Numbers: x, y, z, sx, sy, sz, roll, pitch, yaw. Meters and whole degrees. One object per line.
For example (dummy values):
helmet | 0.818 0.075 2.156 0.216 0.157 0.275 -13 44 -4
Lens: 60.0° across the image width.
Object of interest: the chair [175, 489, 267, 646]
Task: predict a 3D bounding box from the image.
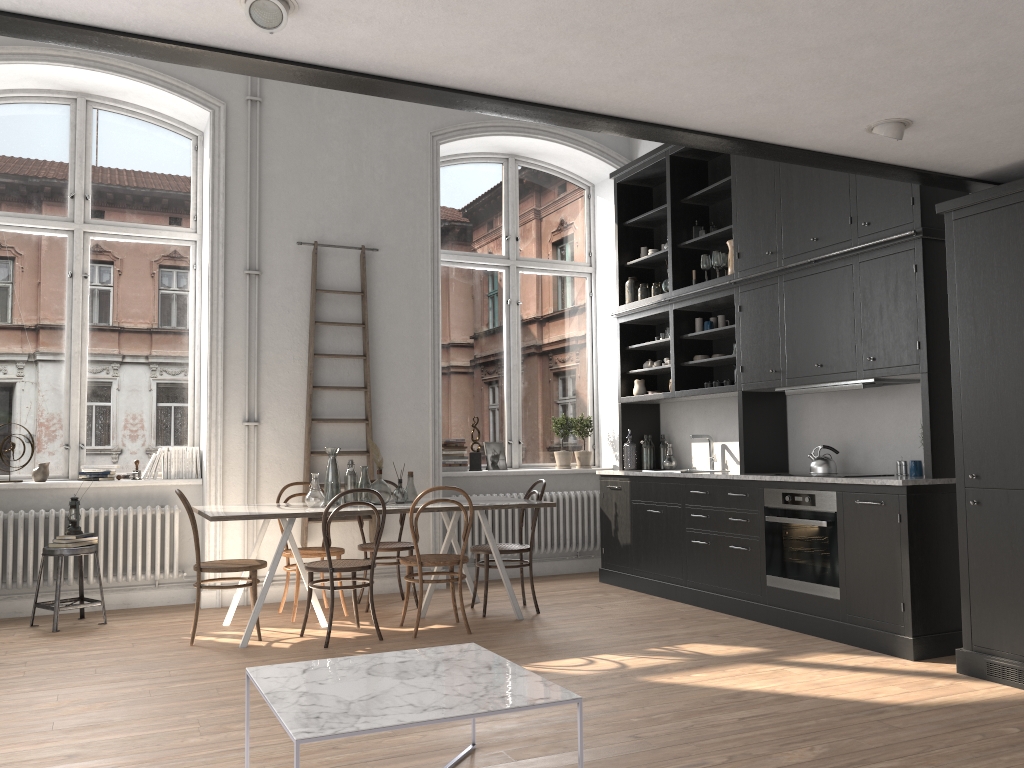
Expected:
chair | -1.803 1.106 5.501 0.549 0.920 0.438 0 -4 -17

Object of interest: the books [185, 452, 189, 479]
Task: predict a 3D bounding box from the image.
books | -2.521 0.629 6.868 0.020 0.205 0.155 1 -4 -25

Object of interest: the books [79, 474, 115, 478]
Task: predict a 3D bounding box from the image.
books | -3.081 0.683 6.587 0.205 0.022 0.155 0 -4 -5

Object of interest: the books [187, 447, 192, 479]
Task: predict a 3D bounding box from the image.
books | -2.509 0.612 6.898 0.024 0.243 0.175 1 -4 -25

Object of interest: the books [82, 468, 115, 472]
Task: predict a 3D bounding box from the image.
books | -3.071 0.640 6.579 0.205 0.020 0.155 2 -5 -35

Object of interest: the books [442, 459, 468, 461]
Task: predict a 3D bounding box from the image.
books | -0.534 0.670 7.783 0.255 0.014 0.193 1 -5 -22

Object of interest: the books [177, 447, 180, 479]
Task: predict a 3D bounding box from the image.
books | -2.587 0.609 6.856 0.019 0.243 0.174 1 -4 -25

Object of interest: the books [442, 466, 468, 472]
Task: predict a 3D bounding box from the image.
books | -0.538 0.743 7.760 0.248 0.043 0.192 1 -5 -25

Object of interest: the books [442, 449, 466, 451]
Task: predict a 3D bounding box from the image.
books | -0.530 0.579 7.787 0.205 0.022 0.155 2 -5 -30

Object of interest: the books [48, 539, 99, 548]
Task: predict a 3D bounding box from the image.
books | -2.967 1.079 6.002 0.194 0.034 0.246 -2 -4 15

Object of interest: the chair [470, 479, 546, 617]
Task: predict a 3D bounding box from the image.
chair | -0.027 1.145 6.303 0.549 0.920 0.438 0 -4 -12

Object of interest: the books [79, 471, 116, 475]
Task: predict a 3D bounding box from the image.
books | -3.078 0.662 6.588 0.221 0.023 0.147 0 -4 -9

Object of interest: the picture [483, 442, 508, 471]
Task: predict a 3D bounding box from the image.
picture | -0.171 0.654 8.001 0.221 0.264 0.149 3 -5 -41

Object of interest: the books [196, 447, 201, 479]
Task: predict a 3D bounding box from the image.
books | -2.449 0.611 6.902 0.040 0.244 0.174 1 -4 -25

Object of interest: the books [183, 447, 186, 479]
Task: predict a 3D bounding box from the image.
books | -2.541 0.609 6.859 0.019 0.243 0.174 1 -4 -25

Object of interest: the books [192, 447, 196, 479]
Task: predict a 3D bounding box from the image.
books | -2.478 0.611 6.890 0.024 0.243 0.175 1 -4 -25

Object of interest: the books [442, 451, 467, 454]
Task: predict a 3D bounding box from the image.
books | -0.529 0.601 7.792 0.222 0.024 0.158 1 -5 -25

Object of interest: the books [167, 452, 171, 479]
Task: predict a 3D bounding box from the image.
books | -2.638 0.626 6.814 0.020 0.205 0.155 1 -4 -25

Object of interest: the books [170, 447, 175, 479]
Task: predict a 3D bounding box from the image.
books | -2.614 0.607 6.815 0.024 0.243 0.175 1 -4 -25

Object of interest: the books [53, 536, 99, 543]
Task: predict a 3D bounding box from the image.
books | -2.958 1.054 6.011 0.163 0.029 0.232 -4 -5 36

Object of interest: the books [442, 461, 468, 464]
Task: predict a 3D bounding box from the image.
books | -0.536 0.688 7.763 0.249 0.023 0.175 1 -5 -24

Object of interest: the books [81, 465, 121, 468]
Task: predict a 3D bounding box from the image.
books | -3.063 0.617 6.608 0.244 0.019 0.174 0 -4 -15

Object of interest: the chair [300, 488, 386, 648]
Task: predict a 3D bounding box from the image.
chair | -1.028 1.090 5.411 0.438 0.920 0.549 2 -4 -29

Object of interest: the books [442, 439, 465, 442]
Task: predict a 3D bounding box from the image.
books | -0.540 0.495 7.800 0.201 0.024 0.159 2 -5 -35

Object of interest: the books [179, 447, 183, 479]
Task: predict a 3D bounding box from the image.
books | -2.570 0.610 6.870 0.024 0.243 0.175 1 -4 -25

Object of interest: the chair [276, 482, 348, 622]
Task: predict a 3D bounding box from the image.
chair | -1.419 1.159 6.263 0.438 0.920 0.549 1 -4 -27

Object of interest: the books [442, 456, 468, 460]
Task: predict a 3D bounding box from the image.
books | -0.536 0.649 7.785 0.245 0.028 0.193 2 -5 -30

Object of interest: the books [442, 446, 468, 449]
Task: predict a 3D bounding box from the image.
books | -0.535 0.559 7.787 0.244 0.019 0.174 1 -5 -25

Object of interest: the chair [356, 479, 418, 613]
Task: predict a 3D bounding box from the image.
chair | -0.933 1.176 6.576 0.438 0.920 0.549 1 -4 -18

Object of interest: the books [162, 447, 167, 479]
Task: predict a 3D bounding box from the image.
books | -2.671 0.608 6.823 0.024 0.243 0.175 1 -4 -25

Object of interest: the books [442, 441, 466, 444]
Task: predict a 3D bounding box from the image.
books | -0.531 0.516 7.792 0.205 0.020 0.155 1 -5 -25

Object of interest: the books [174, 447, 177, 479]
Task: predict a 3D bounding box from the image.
books | -2.598 0.608 6.832 0.019 0.243 0.174 1 -4 -25

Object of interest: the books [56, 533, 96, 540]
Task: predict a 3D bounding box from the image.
books | -2.957 1.032 6.014 0.147 0.027 0.221 -1 -4 7

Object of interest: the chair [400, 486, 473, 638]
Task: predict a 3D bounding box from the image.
chair | -0.483 1.100 5.625 0.438 0.920 0.549 0 -4 -14

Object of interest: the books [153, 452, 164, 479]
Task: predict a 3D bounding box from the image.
books | -2.705 0.625 6.783 0.072 0.203 0.155 1 -4 -25

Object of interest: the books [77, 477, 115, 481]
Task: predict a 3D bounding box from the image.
books | -3.087 0.706 6.586 0.221 0.023 0.147 -3 -5 24

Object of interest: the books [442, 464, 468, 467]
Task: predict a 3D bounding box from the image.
books | -0.536 0.711 7.762 0.249 0.023 0.175 2 -5 -29

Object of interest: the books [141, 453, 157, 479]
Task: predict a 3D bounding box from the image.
books | -2.765 0.627 6.758 0.105 0.194 0.155 1 -4 -26

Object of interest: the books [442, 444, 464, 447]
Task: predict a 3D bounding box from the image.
books | -0.543 0.537 7.785 0.231 0.023 0.162 0 -4 -9

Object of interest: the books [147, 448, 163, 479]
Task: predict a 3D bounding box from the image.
books | -2.728 0.608 6.772 0.100 0.235 0.174 1 -4 -25

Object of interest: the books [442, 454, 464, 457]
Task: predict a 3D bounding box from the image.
books | -0.530 0.624 7.784 0.205 0.022 0.155 0 -4 -11

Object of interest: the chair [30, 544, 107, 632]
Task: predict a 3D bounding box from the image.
chair | -2.965 1.351 5.947 0.360 0.522 0.364 -4 -5 38
